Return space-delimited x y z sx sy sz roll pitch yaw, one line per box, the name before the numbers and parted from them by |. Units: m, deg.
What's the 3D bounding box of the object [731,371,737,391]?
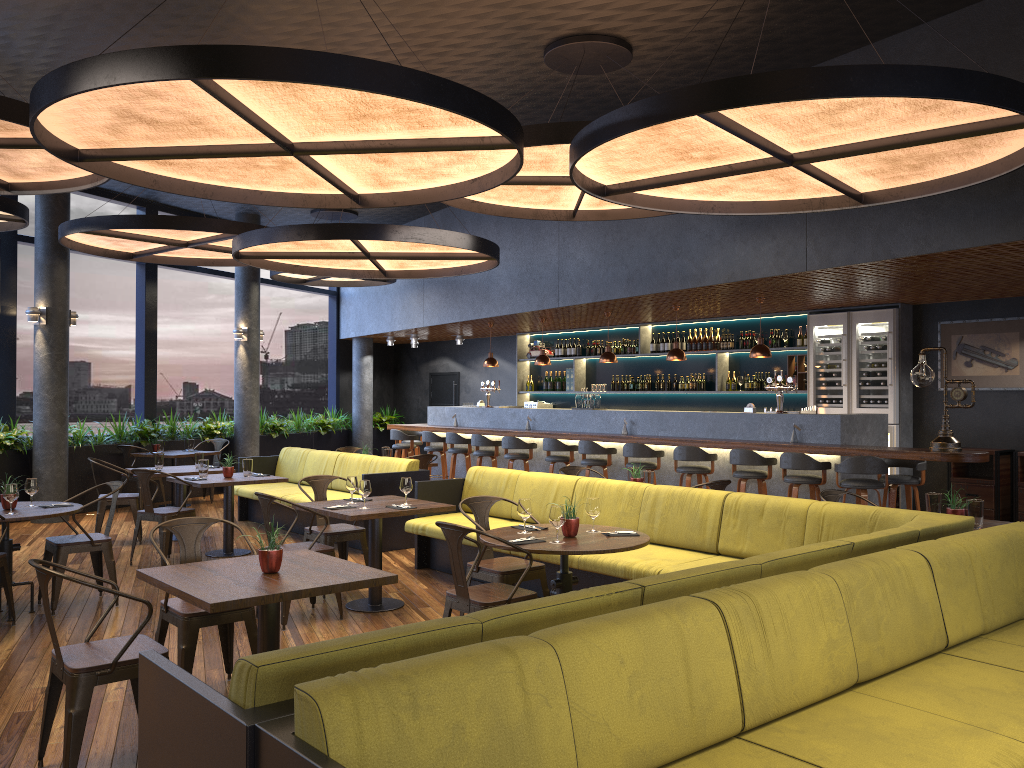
object | 3.135 -0.039 12.512 0.079 0.281 0.079 0 -1 28

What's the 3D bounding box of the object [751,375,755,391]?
object | 3.354 -0.012 12.300 0.088 0.224 0.088 -1 -1 44

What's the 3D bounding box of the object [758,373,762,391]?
object | 3.395 -0.029 12.182 0.063 0.254 0.063 0 -1 -13

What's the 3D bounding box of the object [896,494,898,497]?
object | 4.650 1.392 10.726 0.056 0.205 0.056 1 -1 -40

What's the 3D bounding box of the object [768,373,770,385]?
object | 3.515 -0.029 12.129 0.063 0.254 0.063 1 -1 -33

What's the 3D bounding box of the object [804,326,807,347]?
object | 3.876 -0.626 11.646 0.079 0.281 0.079 0 -1 18

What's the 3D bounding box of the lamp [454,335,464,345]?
lamp | -0.982 -0.828 16.639 0.228 0.172 0.228 1 -1 -40

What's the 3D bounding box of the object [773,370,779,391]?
object | 3.568 -0.045 12.003 0.079 0.281 0.079 0 -1 23

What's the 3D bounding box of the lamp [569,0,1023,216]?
lamp | 1.752 -2.070 5.554 2.778 1.475 2.778 1 -1 -36

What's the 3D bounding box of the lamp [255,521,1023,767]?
lamp | 3.807 0.300 3.935 9.057 2.714 3.017 1 -1 -40

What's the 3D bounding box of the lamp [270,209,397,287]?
lamp | -2.842 -2.213 14.179 1.979 1.093 1.979 0 -1 13

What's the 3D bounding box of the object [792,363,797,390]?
object | 3.759 -0.099 11.734 0.091 0.369 0.092 0 -1 19

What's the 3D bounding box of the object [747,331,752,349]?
object | 3.277 -0.608 12.232 0.063 0.254 0.063 0 -1 22

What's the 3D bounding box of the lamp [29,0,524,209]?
lamp | -1.317 -2.080 5.340 2.778 1.475 2.778 0 -1 9

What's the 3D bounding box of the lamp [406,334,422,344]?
lamp | -1.797 -0.834 16.346 0.228 0.172 0.228 1 -1 -40

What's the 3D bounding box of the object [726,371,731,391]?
object | 3.075 -0.038 12.583 0.079 0.281 0.079 1 -1 -37

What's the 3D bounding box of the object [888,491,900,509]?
object | 4.520 1.413 10.834 0.277 0.206 0.416 1 -1 -37

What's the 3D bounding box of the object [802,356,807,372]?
object | 3.854 -0.257 11.625 0.097 0.206 0.097 0 -1 0

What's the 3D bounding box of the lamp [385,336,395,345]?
lamp | -2.323 -0.827 16.994 0.228 0.172 0.228 1 -1 -40

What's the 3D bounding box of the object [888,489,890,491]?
object | 4.624 1.394 10.869 0.056 0.205 0.057 0 -1 -25

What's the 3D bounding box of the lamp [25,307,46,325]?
lamp | -5.882 -0.845 10.901 0.215 0.215 0.189 0 -1 17

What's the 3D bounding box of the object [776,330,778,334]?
object | 3.601 -0.609 12.071 0.063 0.254 0.063 0 -1 -13

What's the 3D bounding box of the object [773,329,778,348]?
object | 3.533 -0.611 11.900 0.063 0.254 0.063 0 -1 -13

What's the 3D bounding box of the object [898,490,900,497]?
object | 4.700 1.393 10.762 0.056 0.205 0.057 0 -1 25

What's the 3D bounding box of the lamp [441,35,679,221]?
lamp | 0.642 -2.226 7.502 2.778 1.159 2.778 0 -1 10

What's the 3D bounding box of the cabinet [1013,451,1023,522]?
cabinet | 5.665 1.225 9.351 0.473 1.007 0.553 1 -1 -40

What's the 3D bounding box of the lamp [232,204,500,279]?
lamp | -1.519 -2.031 9.441 2.778 1.475 2.778 0 -1 14

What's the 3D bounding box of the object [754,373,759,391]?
object | 3.338 -0.029 12.125 0.063 0.254 0.063 1 -1 -38

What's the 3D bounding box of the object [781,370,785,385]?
object | 3.628 -0.046 11.931 0.079 0.281 0.079 -1 -1 43

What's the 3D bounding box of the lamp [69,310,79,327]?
lamp | -5.686 -0.838 11.429 0.215 0.215 0.189 0 -1 25

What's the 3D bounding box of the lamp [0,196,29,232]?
lamp | -6.089 -2.283 9.122 1.979 1.093 1.979 0 -1 13

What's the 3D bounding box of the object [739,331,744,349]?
object | 3.192 -0.607 12.321 0.063 0.254 0.063 1 -1 -43

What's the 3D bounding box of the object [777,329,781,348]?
object | 3.601 -0.610 11.977 0.063 0.254 0.063 0 -1 12

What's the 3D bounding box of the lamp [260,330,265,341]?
lamp | -4.186 -0.794 14.676 0.215 0.215 0.189 0 -1 29

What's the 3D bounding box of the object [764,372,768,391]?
object | 3.458 -0.030 12.069 0.063 0.254 0.063 0 -1 12

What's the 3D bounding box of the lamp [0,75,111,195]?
lamp | -4.389 -2.252 6.403 2.778 1.159 2.778 0 -1 27

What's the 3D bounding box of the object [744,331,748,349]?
object | 3.272 -0.606 12.381 0.063 0.254 0.063 0 -1 12

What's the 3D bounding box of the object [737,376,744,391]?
object | 3.188 -0.003 12.366 0.097 0.206 0.097 0 -1 18

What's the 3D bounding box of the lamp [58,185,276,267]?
lamp | -3.926 -2.198 10.736 2.778 1.159 2.778 0 -1 -5

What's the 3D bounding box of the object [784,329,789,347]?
object | 3.703 -0.610 11.956 0.063 0.254 0.063 1 -1 -33

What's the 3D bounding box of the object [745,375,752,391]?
object | 3.260 -0.013 12.241 0.088 0.224 0.088 0 -1 19

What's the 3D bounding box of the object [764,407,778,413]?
object | 3.565 0.564 12.014 0.204 0.492 0.310 1 -1 -40

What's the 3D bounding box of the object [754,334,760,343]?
object | 3.361 -0.585 12.141 0.097 0.206 0.097 0 -1 18

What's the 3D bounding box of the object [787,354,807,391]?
object | 3.804 -0.146 11.679 0.161 0.475 0.300 1 -1 -41

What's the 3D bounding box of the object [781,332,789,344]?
object | 3.644 -0.588 11.832 0.097 0.206 0.097 0 -1 18

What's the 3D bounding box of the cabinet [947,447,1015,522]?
cabinet | 5.215 1.230 9.881 0.473 1.007 0.553 1 -1 -40

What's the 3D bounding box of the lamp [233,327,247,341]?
lamp | -4.362 -0.801 14.141 0.215 0.215 0.189 0 -1 10

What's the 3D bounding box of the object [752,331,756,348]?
object | 3.348 -0.607 12.294 0.063 0.254 0.063 0 -1 37

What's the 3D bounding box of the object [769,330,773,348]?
object | 3.518 -0.610 12.011 0.063 0.254 0.063 0 -1 2

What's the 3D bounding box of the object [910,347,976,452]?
object | 3.897 0.133 8.030 0.566 0.944 0.263 0 -1 42

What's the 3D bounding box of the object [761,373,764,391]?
object | 3.453 -0.028 12.242 0.063 0.254 0.063 0 -1 12

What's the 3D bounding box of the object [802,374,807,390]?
object | 3.854 -0.023 11.623 0.097 0.206 0.097 0 -1 0
